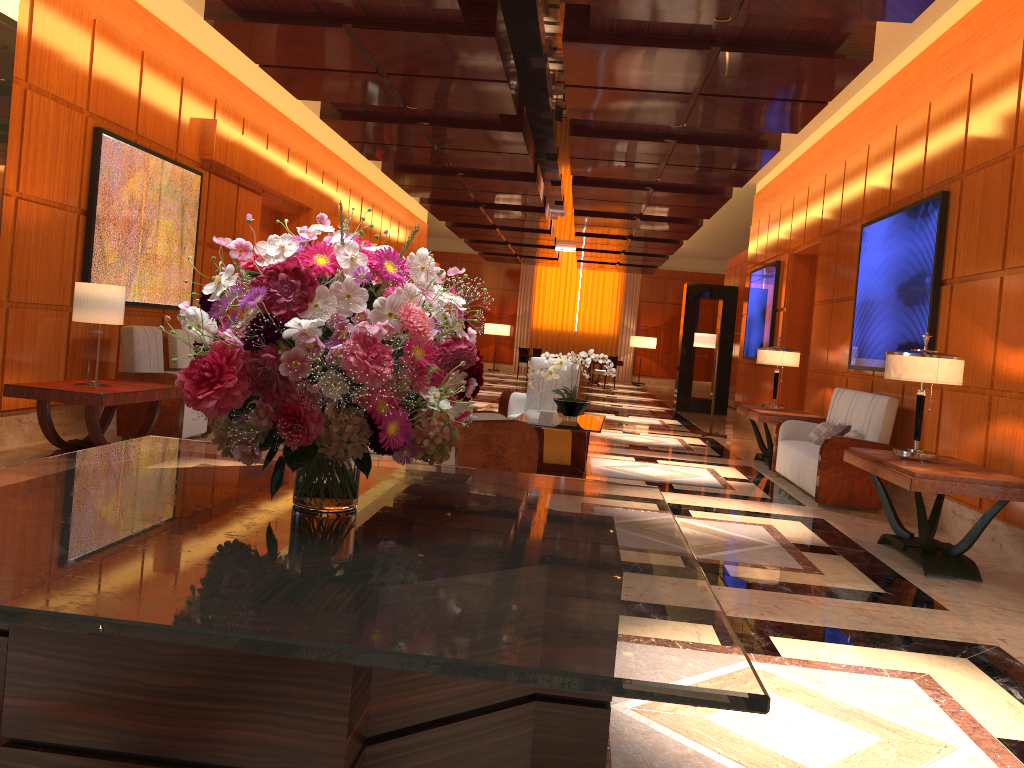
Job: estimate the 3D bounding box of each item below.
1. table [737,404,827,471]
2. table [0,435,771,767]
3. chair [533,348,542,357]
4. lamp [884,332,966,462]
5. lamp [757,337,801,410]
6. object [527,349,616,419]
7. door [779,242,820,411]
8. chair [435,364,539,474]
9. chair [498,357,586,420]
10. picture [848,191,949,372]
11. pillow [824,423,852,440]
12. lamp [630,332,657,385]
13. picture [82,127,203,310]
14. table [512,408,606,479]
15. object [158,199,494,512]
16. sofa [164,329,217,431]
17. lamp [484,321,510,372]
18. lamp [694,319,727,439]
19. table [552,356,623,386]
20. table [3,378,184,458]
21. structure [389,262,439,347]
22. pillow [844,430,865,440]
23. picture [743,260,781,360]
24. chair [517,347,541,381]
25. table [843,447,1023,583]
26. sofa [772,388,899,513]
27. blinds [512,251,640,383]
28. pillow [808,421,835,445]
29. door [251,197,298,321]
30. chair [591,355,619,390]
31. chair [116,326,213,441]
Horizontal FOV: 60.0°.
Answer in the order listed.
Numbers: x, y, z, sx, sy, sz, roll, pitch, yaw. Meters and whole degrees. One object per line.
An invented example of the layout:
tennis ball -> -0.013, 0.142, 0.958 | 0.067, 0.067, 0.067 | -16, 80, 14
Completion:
table -> 2.907, 0.597, 9.668 | 0.726, 0.606, 1.271 | 5, 3, 5
table -> -0.447, 0.642, 1.947 | 1.600, 0.744, 1.602 | 5, 3, 4
chair -> 0.862, -0.570, 25.395 | 0.577, 0.893, 0.584 | 6, 2, 32
lamp -> 2.580, 0.076, 5.590 | 0.459, 0.809, 0.459 | 5, 1, 14
lamp -> 2.907, -0.125, 9.731 | 0.458, 0.793, 0.459 | 4, 2, -34
object -> 0.521, -0.011, 7.731 | 0.787, 0.617, 0.418 | 4, 2, -18
door -> 3.873, -0.442, 11.472 | 0.340, 2.649, 1.539 | 5, 1, 4
chair -> -0.210, 0.322, 6.178 | 0.628, 0.960, 0.739 | 5, 2, -17
chair -> 0.321, 0.211, 9.127 | 0.739, 0.960, 0.628 | 6, 2, 23
picture -> 3.389, -0.827, 7.897 | 0.056, 1.451, 1.998 | 5, 2, 4
pillow -> 2.928, 0.477, 7.970 | 0.160, 0.252, 0.358 | 5, 2, 1
lamp -> 4.093, -0.806, 27.937 | 0.812, 1.660, 0.809 | 6, 2, 44
picture -> -3.414, -1.450, 8.332 | 0.056, 1.451, 1.998 | 5, 2, 4
table -> 0.406, 0.544, 7.625 | 0.722, 0.495, 1.561 | 5, 3, 7
object -> -0.385, -0.058, 1.956 | 0.649, 0.658, 0.681 | 5, 2, -4
sofa -> -3.000, -0.080, 9.326 | 0.613, 0.931, 1.800 | 5, 3, 5
lamp -> -0.519, -1.232, 28.298 | 0.812, 1.660, 0.809 | 6, 2, 44
lamp -> 2.785, -0.094, 12.469 | 0.526, 1.660, 0.360 | 5, 1, -6
table -> 1.935, -0.352, 24.255 | 2.104, 0.741, 0.785 | 4, 2, -25
table -> -3.024, 0.276, 6.519 | 0.725, 0.534, 1.168 | 5, 3, 7
structure -> -2.091, -1.229, 17.792 | 0.986, 2.496, 0.500 | 5, 1, 4
pillow -> 2.857, 0.509, 7.527 | 0.202, 0.229, 0.273 | 5, 2, 7
picture -> 3.850, -1.099, 13.739 | 0.056, 1.451, 1.998 | 5, 2, 4
chair -> 0.447, -0.543, 24.207 | 0.577, 0.893, 0.584 | 6, 2, 42
table -> 2.575, 0.793, 5.459 | 0.726, 0.606, 1.271 | 5, 3, 5
sofa -> 2.854, 0.510, 7.957 | 0.613, 0.931, 1.800 | 5, 3, 5
blinds -> 2.087, -2.238, 28.720 | 3.854, 4.062, 0.149 | 5, 1, 4
pillow -> 2.933, 0.463, 8.406 | 0.195, 0.227, 0.344 | 5, 2, 9
door -> -3.421, -1.114, 12.024 | 0.340, 2.649, 1.501 | 5, 1, 4
chair -> 2.472, -0.320, 23.388 | 0.583, 0.893, 0.577 | 4, 2, -43
chair -> -3.013, -0.007, 7.706 | 0.629, 0.960, 0.738 | 5, 2, 3
